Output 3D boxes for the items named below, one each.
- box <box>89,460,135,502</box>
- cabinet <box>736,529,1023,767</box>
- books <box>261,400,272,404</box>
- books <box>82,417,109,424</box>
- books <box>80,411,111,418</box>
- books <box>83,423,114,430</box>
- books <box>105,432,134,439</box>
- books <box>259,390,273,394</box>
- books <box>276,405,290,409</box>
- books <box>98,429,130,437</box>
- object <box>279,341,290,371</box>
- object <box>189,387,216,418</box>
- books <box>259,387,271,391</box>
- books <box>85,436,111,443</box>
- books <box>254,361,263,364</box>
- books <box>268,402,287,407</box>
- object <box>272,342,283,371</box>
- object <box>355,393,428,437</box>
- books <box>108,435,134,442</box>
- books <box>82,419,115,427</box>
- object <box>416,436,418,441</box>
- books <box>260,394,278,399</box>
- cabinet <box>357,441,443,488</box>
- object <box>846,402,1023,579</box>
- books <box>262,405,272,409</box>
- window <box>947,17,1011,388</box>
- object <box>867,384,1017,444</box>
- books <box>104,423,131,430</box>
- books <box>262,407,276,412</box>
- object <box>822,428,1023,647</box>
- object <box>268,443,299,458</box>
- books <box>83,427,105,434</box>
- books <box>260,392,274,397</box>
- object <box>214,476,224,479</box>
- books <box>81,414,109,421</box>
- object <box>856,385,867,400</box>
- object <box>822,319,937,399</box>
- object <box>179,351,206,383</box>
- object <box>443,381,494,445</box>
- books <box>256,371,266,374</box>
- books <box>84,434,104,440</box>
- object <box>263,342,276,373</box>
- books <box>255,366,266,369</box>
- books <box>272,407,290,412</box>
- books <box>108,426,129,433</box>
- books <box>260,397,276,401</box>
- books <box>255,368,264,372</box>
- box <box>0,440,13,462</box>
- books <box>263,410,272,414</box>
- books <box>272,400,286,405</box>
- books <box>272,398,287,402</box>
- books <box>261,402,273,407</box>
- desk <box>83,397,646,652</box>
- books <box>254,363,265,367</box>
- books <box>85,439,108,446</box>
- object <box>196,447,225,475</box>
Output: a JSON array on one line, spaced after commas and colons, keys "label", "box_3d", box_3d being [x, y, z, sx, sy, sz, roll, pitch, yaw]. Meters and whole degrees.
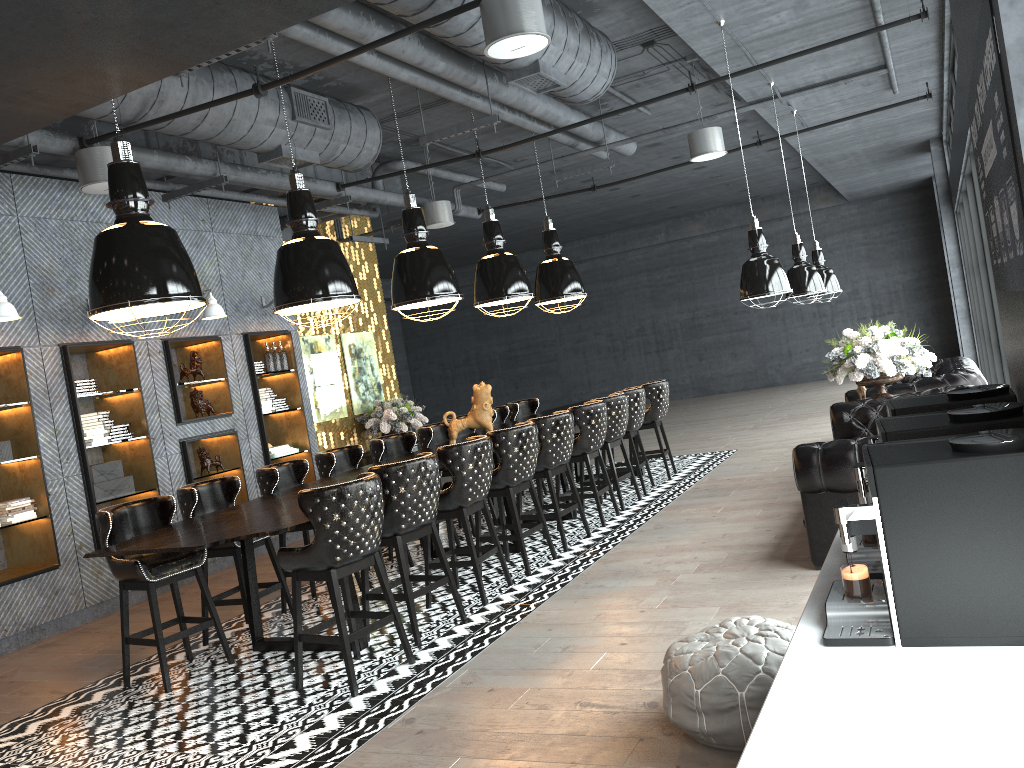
[{"label": "box", "box_3d": [-3.640, 0.868, 7.971, 0.322, 0.315, 0.420, -9, 1, 26]}, {"label": "cabinet", "box_3d": [-3.232, 1.664, 2.072, 8.414, 0.826, 6.316, -9, 1, 26]}, {"label": "books", "box_3d": [-2.801, 0.214, 9.773, 0.245, 0.028, 0.194, -9, 1, 24]}, {"label": "books", "box_3d": [-3.745, 0.331, 7.925, 0.193, 0.028, 0.245, -10, 1, -4]}, {"label": "books", "box_3d": [-3.745, 0.274, 7.940, 0.193, 0.028, 0.245, -9, 1, 1]}, {"label": "books", "box_3d": [-3.704, 0.381, 7.936, 0.193, 0.028, 0.245, -10, 1, -5]}, {"label": "books", "box_3d": [-3.615, 0.477, 8.082, 0.193, 0.028, 0.246, -9, 2, 37]}, {"label": "books", "box_3d": [-2.797, 0.097, 9.882, 0.193, 0.028, 0.245, -9, 1, 6]}, {"label": "books", "box_3d": [-2.681, 0.273, 10.061, 0.193, 0.028, 0.246, -8, 2, 39]}, {"label": "books", "box_3d": [-3.668, 0.456, 8.120, 0.193, 0.028, 0.246, -9, 1, 22]}, {"label": "object", "box_3d": [-2.630, -0.321, 10.161, 0.109, 0.349, 0.109, -10, 1, -4]}, {"label": "object", "box_3d": [-3.147, 0.195, 8.984, 0.158, 0.337, 0.242, -9, 1, 31]}, {"label": "books", "box_3d": [-2.806, 0.070, 9.884, 0.193, 0.028, 0.245, -10, 1, -3]}, {"label": "books", "box_3d": [-3.710, 0.498, 7.845, 0.245, 0.028, 0.194, -9, 1, 25]}, {"label": "books", "box_3d": [-2.905, -0.220, 9.793, 0.193, 0.028, 0.246, -9, 2, 29]}, {"label": "books", "box_3d": [-2.702, 0.248, 10.048, 0.193, 0.028, 0.246, -9, 2, 28]}, {"label": "object", "box_3d": [-2.681, -0.310, 10.058, 0.109, 0.349, 0.109, -9, 1, 11]}, {"label": "object", "box_3d": [-1.567, 0.495, 11.616, 0.875, 0.663, 0.847, -10, 1, -33]}, {"label": "books", "box_3d": [-3.628, 0.507, 8.114, 0.193, 0.028, 0.246, -9, 2, 30]}, {"label": "books", "box_3d": [-3.702, 0.353, 7.930, 0.193, 0.028, 0.245, -10, 1, -2]}, {"label": "object", "box_3d": [-1.257, 0.690, 11.965, 0.082, 0.165, 0.173, -10, 1, -39]}, {"label": "books", "box_3d": [-2.746, 0.145, 9.886, 0.193, 0.028, 0.245, -9, 1, 2]}, {"label": "cabinet", "box_3d": [-1.498, 1.195, 11.568, 0.709, 0.738, 1.386, -9, 1, 26]}, {"label": "object", "box_3d": [1.171, 0.285, 2.463, 0.503, 0.426, 0.335, -9, 1, 26]}, {"label": "books", "box_3d": [-2.801, 0.271, 9.778, 0.245, 0.028, 0.194, -9, 2, 28]}, {"label": "window", "box_3d": [4.262, -1.200, 7.933, 0.120, 3.729, 20.812, -9, 1, 26]}, {"label": "object", "box_3d": [1.395, 0.236, 2.926, 0.503, 0.426, 0.335, -9, 1, 26]}, {"label": "books", "box_3d": [-3.660, 0.397, 8.132, 0.193, 0.028, 0.246, -9, 1, 21]}, {"label": "books", "box_3d": [-2.754, 0.291, 9.790, 0.194, 0.028, 0.245, -11, 2, -43]}, {"label": "object", "box_3d": [0.954, 0.332, 2.013, 0.503, 0.426, 0.335, -9, 1, 26]}, {"label": "object", "box_3d": [-2.752, 0.753, 9.998, 0.484, 0.149, 0.535, -9, 1, 25]}, {"label": "books", "box_3d": [-3.748, 0.420, 7.811, 0.245, 0.028, 0.194, -9, 2, 33]}, {"label": "books", "box_3d": [-2.784, 0.122, 9.913, 0.193, 0.028, 0.245, -10, 1, -4]}, {"label": "object", "box_3d": [-2.985, 1.125, 9.086, 0.116, 0.358, 0.198, -10, 1, -34]}, {"label": "books", "box_3d": [-3.731, 0.300, 7.930, 0.193, 0.028, 0.245, -10, 1, -13]}, {"label": "object", "box_3d": [3.133, 0.053, 7.965, 0.086, 0.183, 0.136, -9, 1, 33]}, {"label": "object", "box_3d": [3.165, -0.198, 7.733, 0.875, 0.663, 0.847, -10, 1, -33]}, {"label": "object", "box_3d": [-3.240, -0.178, 8.930, 0.152, 0.325, 0.292, -9, 1, 24]}, {"label": "object", "box_3d": [-0.389, 0.271, 7.972, 0.475, 0.545, 0.249, -10, 1, -11]}, {"label": "books", "box_3d": [-2.882, -0.109, 9.803, 0.193, 0.028, 0.246, -9, 2, 31]}, {"label": "books", "box_3d": [-3.752, 0.478, 7.808, 0.245, 0.028, 0.194, -9, 2, 32]}, {"label": "object", "box_3d": [-2.731, -0.299, 9.954, 0.109, 0.349, 0.109, -10, 1, -19]}, {"label": "books", "box_3d": [-2.882, -0.167, 9.799, 0.193, 0.028, 0.246, -9, 2, 28]}, {"label": "books", "box_3d": [-2.676, 0.300, 10.062, 0.193, 0.028, 0.246, -9, 2, 27]}, {"label": "books", "box_3d": [-3.663, 0.427, 8.093, 0.193, 0.028, 0.245, -9, 1, 16]}, {"label": "books", "box_3d": [-2.788, 0.180, 9.921, 0.193, 0.028, 0.245, -9, 1, 9]}, {"label": "books", "box_3d": [-2.891, -0.136, 9.773, 0.193, 0.028, 0.246, -9, 2, 30]}, {"label": "box", "box_3d": [-4.195, 0.484, 6.956, 0.298, 0.315, 0.420, -9, 1, 26]}, {"label": "books", "box_3d": [-2.802, 0.328, 9.795, 0.245, 0.028, 0.194, -8, 2, 41]}, {"label": "books", "box_3d": [-2.717, 0.222, 10.051, 0.193, 0.028, 0.246, -9, 2, 32]}, {"label": "books", "box_3d": [-2.712, 0.192, 10.069, 0.193, 0.028, 0.246, -9, 1, 25]}, {"label": "books", "box_3d": [-2.798, 0.242, 9.774, 0.245, 0.028, 0.194, -9, 1, 21]}, {"label": "desk", "box_3d": [-0.150, 0.959, 7.977, 1.432, 0.927, 7.600, -9, 1, 26]}, {"label": "books", "box_3d": [-2.892, -0.194, 9.812, 0.193, 0.028, 0.246, -9, 1, 26]}, {"label": "books", "box_3d": [-3.723, 0.530, 7.810, 0.245, 0.028, 0.194, -9, 1, 19]}, {"label": "object", "box_3d": [-3.030, 0.760, 8.916, 0.134, 0.294, 0.257, -9, 1, 34]}]
